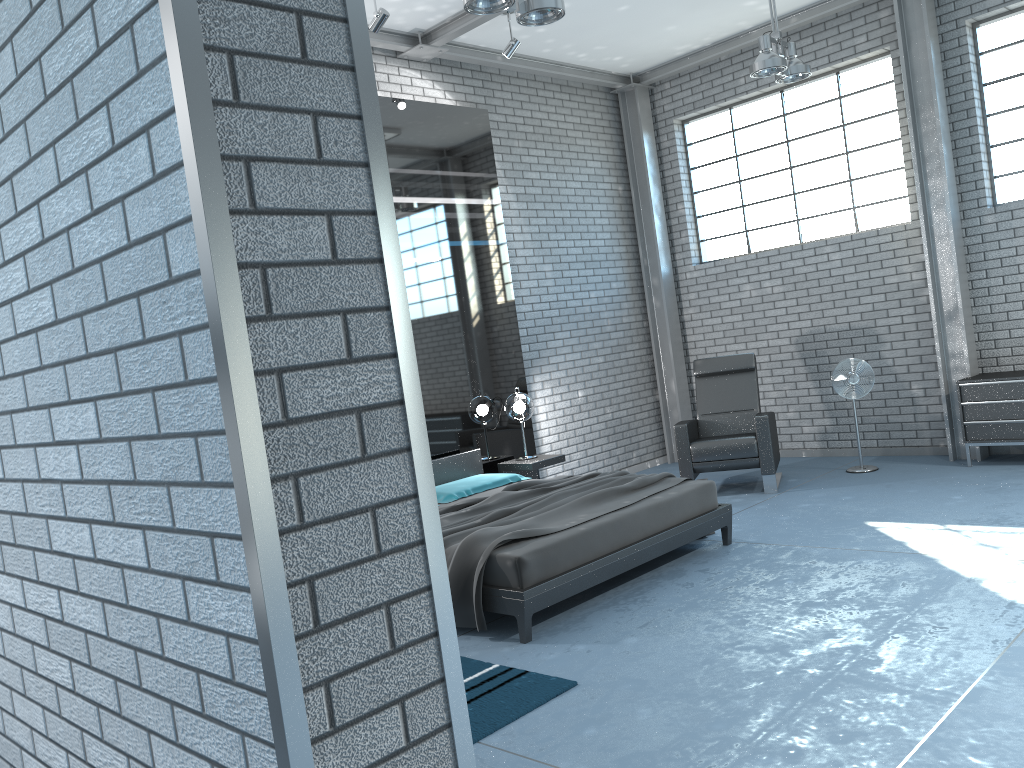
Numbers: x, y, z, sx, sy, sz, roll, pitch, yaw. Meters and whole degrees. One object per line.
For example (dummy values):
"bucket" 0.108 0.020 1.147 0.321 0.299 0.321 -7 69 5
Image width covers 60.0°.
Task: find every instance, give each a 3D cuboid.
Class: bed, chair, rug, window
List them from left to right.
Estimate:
"rug" -0.763 1.384 4.124 2.060 0.012 0.886 -6 3 45
"bed" -0.024 0.883 5.791 2.261 0.674 2.290 -6 3 45
"chair" 1.824 0.324 7.516 0.763 1.099 0.940 -7 2 20
"window" 2.660 -2.057 8.434 2.200 1.500 0.100 -6 3 45
"window" 4.623 -2.255 6.448 2.200 1.500 0.100 -6 3 45

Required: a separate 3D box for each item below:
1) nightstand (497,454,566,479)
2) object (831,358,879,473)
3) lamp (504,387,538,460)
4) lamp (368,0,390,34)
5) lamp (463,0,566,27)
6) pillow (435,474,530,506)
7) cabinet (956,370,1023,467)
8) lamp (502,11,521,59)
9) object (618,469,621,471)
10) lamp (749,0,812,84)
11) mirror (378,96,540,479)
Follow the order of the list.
"nightstand" 0.193 0.866 7.325 0.400 0.501 0.400 -6 3 45
"object" 2.869 0.252 7.414 0.342 0.954 0.258 -8 2 11
"lamp" 0.083 0.319 7.373 0.259 0.596 0.250 -10 3 -36
"lamp" -0.927 -2.543 5.964 0.167 0.332 0.137 -6 3 35
"lamp" -0.039 -2.337 4.527 0.300 0.872 0.639 -6 3 45
"pillow" -0.662 0.838 6.304 0.567 0.115 1.810 -6 3 45
"cabinet" 4.489 0.203 6.336 2.250 0.682 0.510 -6 3 45
"lamp" -0.025 -2.703 6.872 0.161 0.343 0.137 -7 2 15
"object" 0.917 0.877 7.477 0.236 0.271 0.352 -8 2 9
"lamp" 1.918 -2.696 6.497 0.300 0.872 0.639 -6 3 45
"mirror" -1.169 -0.425 6.566 0.050 3.500 3.400 -6 3 45
